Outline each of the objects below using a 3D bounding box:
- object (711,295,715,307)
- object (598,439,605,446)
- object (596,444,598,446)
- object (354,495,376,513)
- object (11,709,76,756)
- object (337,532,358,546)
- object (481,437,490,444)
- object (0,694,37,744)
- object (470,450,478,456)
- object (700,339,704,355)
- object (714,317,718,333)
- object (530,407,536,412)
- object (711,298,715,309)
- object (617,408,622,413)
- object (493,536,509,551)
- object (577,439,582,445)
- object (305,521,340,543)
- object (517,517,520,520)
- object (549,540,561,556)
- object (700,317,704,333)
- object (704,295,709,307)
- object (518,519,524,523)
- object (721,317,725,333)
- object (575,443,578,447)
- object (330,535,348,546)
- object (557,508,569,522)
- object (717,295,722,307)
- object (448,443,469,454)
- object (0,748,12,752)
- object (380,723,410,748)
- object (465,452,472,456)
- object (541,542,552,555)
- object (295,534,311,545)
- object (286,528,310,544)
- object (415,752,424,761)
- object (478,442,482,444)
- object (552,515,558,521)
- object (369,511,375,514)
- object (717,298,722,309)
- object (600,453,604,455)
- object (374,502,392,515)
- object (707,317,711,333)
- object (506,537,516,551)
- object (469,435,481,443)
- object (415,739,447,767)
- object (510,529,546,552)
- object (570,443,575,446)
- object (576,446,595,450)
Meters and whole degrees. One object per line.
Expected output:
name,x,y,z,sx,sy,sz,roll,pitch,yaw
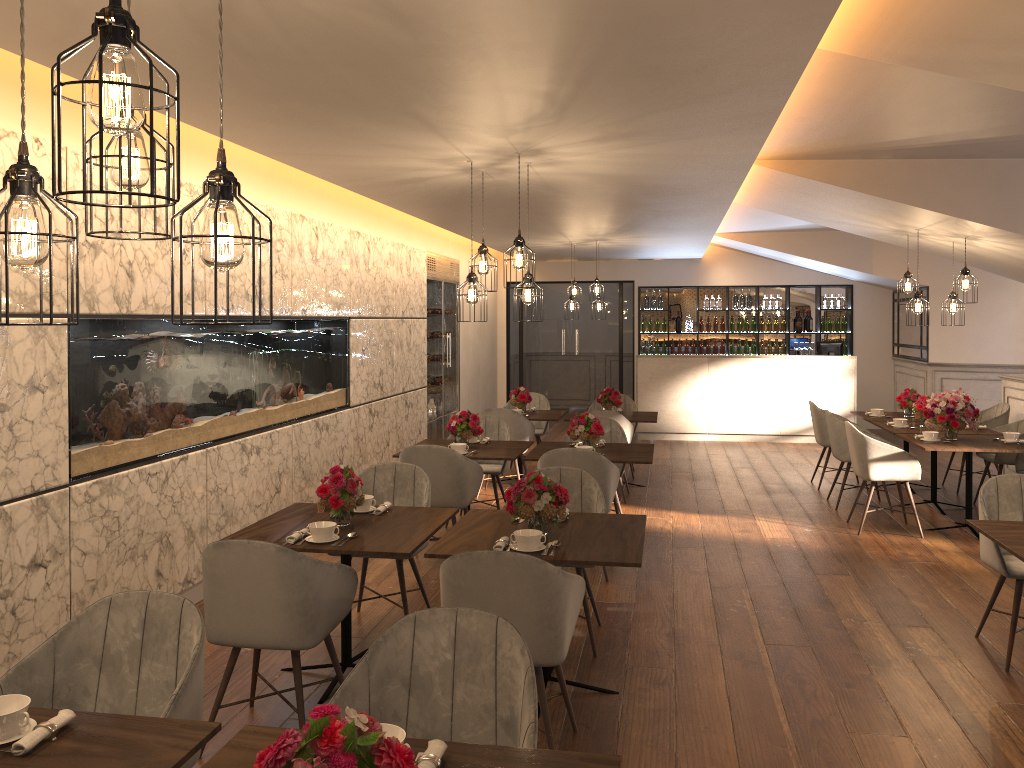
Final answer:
object,3.210,-1.321,14.132,0.069,0.208,0.040,0,1,10
object,0.697,0.457,6.870,0.056,0.039,0.176,0,4,10
object,0.661,0.464,6.867,0.025,0.024,0.193,0,4,10
object,-0.767,0.613,4.514,0.148,0.072,0.148,-1,4,-12
object,-1.084,0.806,2.053,0.056,0.039,0.176,0,4,10
object,-0.730,0.684,3.910,0.043,0.015,0.197,1,4,14
object,-0.208,0.448,7.030,0.056,0.039,0.176,0,4,10
object,-1.197,0.788,2.073,0.148,0.072,0.148,-1,4,-12
object,-0.276,0.502,6.443,0.043,0.015,0.197,0,4,6
object,3.042,-0.592,14.203,0.065,0.261,0.066,0,1,-11
object,3.259,-0.952,14.160,0.065,0.261,0.066,0,1,-11
object,0.225,0.271,9.490,0.056,0.039,0.176,0,4,10
object,3.210,-1.285,14.132,0.070,0.190,0.041,0,1,10
object,1.130,0.280,9.331,0.056,0.039,0.176,0,4,10
object,-0.044,0.681,3.769,0.056,0.039,0.176,0,4,10
object,0.584,0.439,6.890,0.148,0.072,0.148,-3,4,-37
object,-0.837,0.656,3.909,0.148,0.072,0.148,-1,4,-12
object,0.024,0.651,4.356,0.043,0.015,0.197,0,4,6
object,0.183,0.694,3.749,0.043,0.015,0.197,0,4,6
object,3.041,-0.954,14.198,0.065,0.261,0.066,0,1,-11
object,3.111,-1.322,14.149,0.069,0.208,0.040,0,1,10
object,0.057,0.657,4.343,0.022,0.004,0.211,1,4,10
object,3.368,-0.951,14.141,0.065,0.261,0.066,0,1,-11
object,0.503,0.475,6.878,0.022,0.004,0.211,1,4,10
object,-0.755,0.689,3.921,0.022,0.004,0.211,1,4,10
object,0.251,0.640,4.336,0.056,0.039,0.176,0,4,10
object,3.309,-1.320,14.114,0.069,0.208,0.040,0,1,10
object,-0.391,0.474,6.443,0.148,0.072,0.148,-3,4,-37
object,-1.120,0.814,2.050,0.025,0.024,0.193,0,4,10
object,-0.292,0.797,1.913,0.148,0.072,0.148,-1,4,-12
object,-0.309,0.507,6.456,0.022,0.004,0.211,1,4,10
object,0.149,0.698,3.762,0.022,0.004,0.211,1,4,10
object,-0.913,0.678,3.932,0.025,0.024,0.193,0,4,10
object,-0.949,0.672,3.928,0.056,0.039,0.176,0,4,10
object,-0.215,0.823,1.891,0.025,0.024,0.193,0,4,10
object,-0.244,0.455,7.026,0.025,0.024,0.193,0,4,10
object,0.215,0.647,4.332,0.025,0.024,0.193,0,4,10
object,-0.690,0.638,4.491,0.025,0.024,0.193,0,4,10
object,3.309,-1.284,14.115,0.070,0.190,0.041,0,1,10
object,0.629,0.511,6.284,0.043,0.015,0.197,0,4,6
object,-0.654,0.631,4.495,0.056,0.039,0.176,0,4,10
object,3.150,-0.953,14.179,0.065,0.261,0.066,0,1,-11
object,-0.008,0.688,3.773,0.025,0.024,0.193,0,4,10
object,-0.321,0.430,7.049,0.148,0.072,0.148,-3,4,-37
object,-0.179,0.815,1.894,0.056,0.039,0.176,0,4,10
object,0.068,0.665,3.749,0.148,0.072,0.148,-1,4,-12
object,0.470,0.468,6.890,0.043,0.015,0.197,0,4,6
object,0.514,0.483,6.284,0.148,0.072,0.148,-3,4,-37
